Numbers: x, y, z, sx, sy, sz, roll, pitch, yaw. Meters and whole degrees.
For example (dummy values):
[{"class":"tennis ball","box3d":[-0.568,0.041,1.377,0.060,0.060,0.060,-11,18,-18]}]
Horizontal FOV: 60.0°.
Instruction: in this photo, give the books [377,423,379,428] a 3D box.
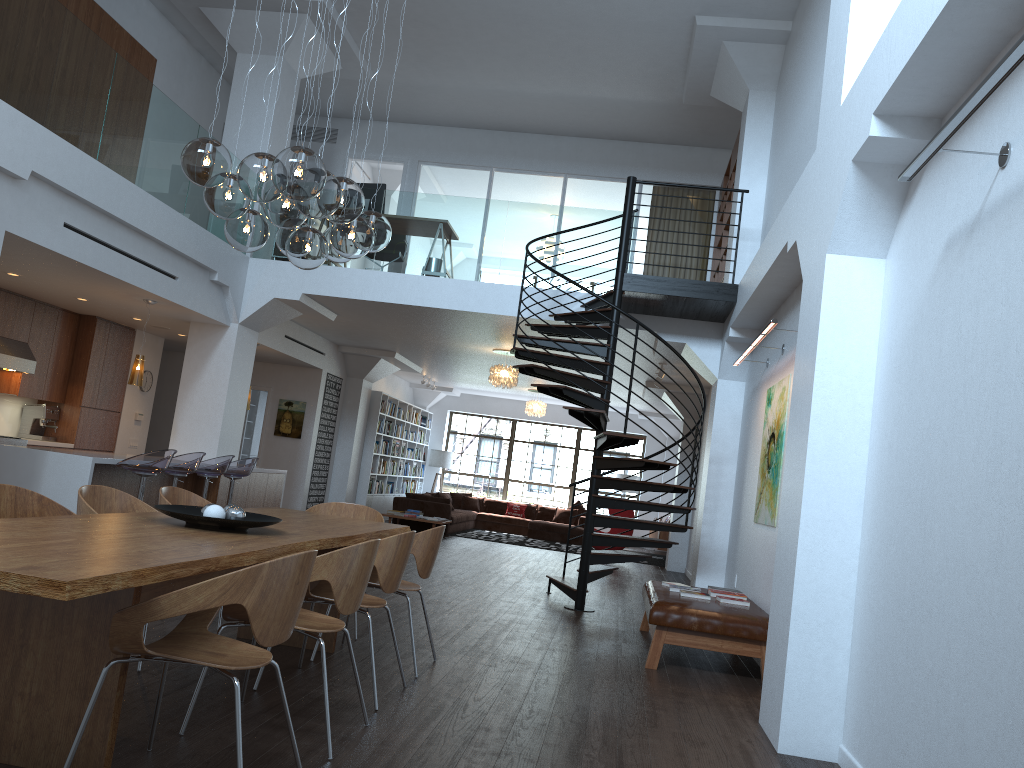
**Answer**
[{"class":"books","box3d":[-2.549,0.792,16.295,0.161,0.182,0.170,7,-6,8]}]

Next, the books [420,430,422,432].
[{"class":"books","box3d":[-2.115,1.178,19.905,0.176,0.290,0.036,7,-6,7]}]

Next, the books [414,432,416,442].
[{"class":"books","box3d":[-2.188,1.143,19.367,0.158,0.226,0.052,7,-6,8]}]

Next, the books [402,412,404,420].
[{"class":"books","box3d":[-2.289,0.645,18.119,0.128,0.178,0.021,7,-6,8]}]

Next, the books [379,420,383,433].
[{"class":"books","box3d":[-2.521,0.788,16.518,0.174,0.242,0.105,7,-6,8]}]

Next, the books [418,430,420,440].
[{"class":"books","box3d":[-2.145,1.146,19.636,0.176,0.290,0.053,7,-6,7]}]

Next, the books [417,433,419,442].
[{"class":"books","box3d":[-2.149,1.158,19.569,0.160,0.250,0.026,7,-6,7]}]

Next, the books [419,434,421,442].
[{"class":"books","box3d":[-2.132,1.182,19.753,0.171,0.246,0.057,7,-6,7]}]

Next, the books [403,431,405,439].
[{"class":"books","box3d":[-2.296,1.055,18.378,0.120,0.167,0.020,7,-6,8]}]

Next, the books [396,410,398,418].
[{"class":"books","box3d":[-2.346,0.584,17.615,0.128,0.178,0.021,7,-6,8]}]

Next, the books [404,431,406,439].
[{"class":"books","box3d":[-2.286,1.064,18.478,0.126,0.173,0.032,7,-6,8]}]

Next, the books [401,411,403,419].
[{"class":"books","box3d":[-2.303,0.624,18.005,0.139,0.191,0.036,7,-6,8]}]

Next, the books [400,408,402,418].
[{"class":"books","box3d":[-2.319,0.595,17.920,0.158,0.226,0.052,7,-6,8]}]

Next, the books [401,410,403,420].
[{"class":"books","box3d":[-2.300,0.627,18.046,0.136,0.196,0.045,7,-6,8]}]

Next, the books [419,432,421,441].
[{"class":"books","box3d":[-2.134,1.174,19.709,0.183,0.253,0.034,7,-6,7]}]

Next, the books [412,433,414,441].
[{"class":"books","box3d":[-2.203,1.146,19.181,0.128,0.178,0.022,7,-6,8]}]

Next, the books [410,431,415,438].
[{"class":"books","box3d":[-2.190,1.135,19.318,0.140,0.231,0.042,7,-6,8]}]

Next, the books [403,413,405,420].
[{"class":"books","box3d":[-2.271,0.669,18.204,0.110,0.153,0.019,7,-6,8]}]

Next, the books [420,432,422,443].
[{"class":"books","box3d":[-2.113,1.193,19.868,0.183,0.253,0.034,7,-6,7]}]

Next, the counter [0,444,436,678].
[{"class":"counter","box3d":[-3.176,1.200,8.289,3.039,0.860,8.182,10,-6,-22]}]

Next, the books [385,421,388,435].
[{"class":"books","box3d":[-2.486,0.830,16.951,0.180,0.259,0.042,7,-6,8]}]

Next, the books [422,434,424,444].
[{"class":"books","box3d":[-2.100,1.225,20.085,0.174,0.240,0.045,7,-6,7]}]

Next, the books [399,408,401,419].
[{"class":"books","box3d":[-2.320,0.588,17.871,0.140,0.231,0.042,7,-6,8]}]

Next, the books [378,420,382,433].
[{"class":"books","box3d":[-2.528,0.782,16.435,0.172,0.235,0.112,7,-6,8]}]

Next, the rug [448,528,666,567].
[{"class":"rug","box3d":[1.005,3.131,17.125,4.200,0.007,3.100,7,-6,9]}]

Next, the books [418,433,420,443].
[{"class":"books","box3d":[-2.141,1.169,19.676,0.183,0.253,0.034,7,-6,7]}]

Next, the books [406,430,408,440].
[{"class":"books","box3d":[-2.270,1.063,18.594,0.146,0.202,0.027,7,-6,8]}]

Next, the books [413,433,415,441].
[{"class":"books","box3d":[-2.193,1.151,19.276,0.139,0.191,0.036,7,-6,8]}]

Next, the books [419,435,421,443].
[{"class":"books","box3d":[-2.127,1.199,19.793,0.161,0.223,0.027,7,-6,7]}]

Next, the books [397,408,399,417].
[{"class":"books","box3d":[-2.345,0.579,17.678,0.146,0.202,0.027,7,-6,8]}]

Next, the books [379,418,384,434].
[{"class":"books","box3d":[-2.500,0.775,16.596,0.176,0.290,0.053,7,-6,8]}]

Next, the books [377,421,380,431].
[{"class":"books","box3d":[-2.543,0.783,16.375,0.161,0.218,0.101,7,-6,8]}]

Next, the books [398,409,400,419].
[{"class":"books","box3d":[-2.328,0.592,17.785,0.146,0.202,0.027,7,-6,8]}]

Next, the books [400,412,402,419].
[{"class":"books","box3d":[-2.310,0.599,17.968,0.140,0.231,0.042,7,-6,8]}]

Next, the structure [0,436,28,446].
[{"class":"structure","box3d":[-5.959,1.009,9.822,0.662,0.919,0.811,7,-6,8]}]

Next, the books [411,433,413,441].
[{"class":"books","box3d":[-2.216,1.136,19.136,0.134,0.184,0.030,7,-6,8]}]

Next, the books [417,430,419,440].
[{"class":"books","box3d":[-2.167,1.134,19.528,0.198,0.284,0.066,7,-6,7]}]

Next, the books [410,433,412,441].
[{"class":"books","box3d":[-2.213,1.134,19.007,0.106,0.162,0.032,7,-6,8]}]

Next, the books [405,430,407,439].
[{"class":"books","box3d":[-2.281,1.061,18.535,0.139,0.191,0.036,7,-6,8]}]

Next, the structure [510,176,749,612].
[{"class":"structure","box3d":[0.940,0.038,8.834,1.998,4.352,1.998,11,-7,-31]}]

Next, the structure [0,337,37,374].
[{"class":"structure","box3d":[-5.893,0.012,9.936,0.529,1.110,0.811,7,-6,8]}]

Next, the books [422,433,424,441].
[{"class":"books","box3d":[-2.104,1.214,20.048,0.183,0.253,0.034,7,-6,7]}]

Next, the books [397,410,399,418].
[{"class":"books","box3d":[-2.333,0.583,17.704,0.146,0.202,0.027,7,-6,8]}]

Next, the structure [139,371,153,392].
[{"class":"structure","box3d":[-5.166,-0.039,12.516,0.040,0.300,0.300,7,-6,8]}]

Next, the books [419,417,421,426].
[{"class":"books","box3d":[-2.105,0.805,19.618,0.161,0.223,0.032,7,-6,8]}]

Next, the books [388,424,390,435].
[{"class":"books","box3d":[-2.450,0.873,17.134,0.161,0.223,0.032,7,-6,8]}]

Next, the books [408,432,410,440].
[{"class":"books","box3d":[-2.242,1.091,18.822,0.146,0.202,0.027,7,-6,8]}]

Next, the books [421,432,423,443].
[{"class":"books","box3d":[-2.110,1.199,19.951,0.180,0.259,0.060,7,-6,7]}]

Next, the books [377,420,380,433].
[{"class":"books","box3d":[-2.534,0.780,16.404,0.152,0.232,0.104,7,-6,8]}]

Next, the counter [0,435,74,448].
[{"class":"counter","box3d":[-6.039,0.478,8.973,0.600,0.050,4.387,7,-6,8]}]

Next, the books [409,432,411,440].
[{"class":"books","box3d":[-2.239,1.103,18.881,0.139,0.191,0.036,7,-6,8]}]
